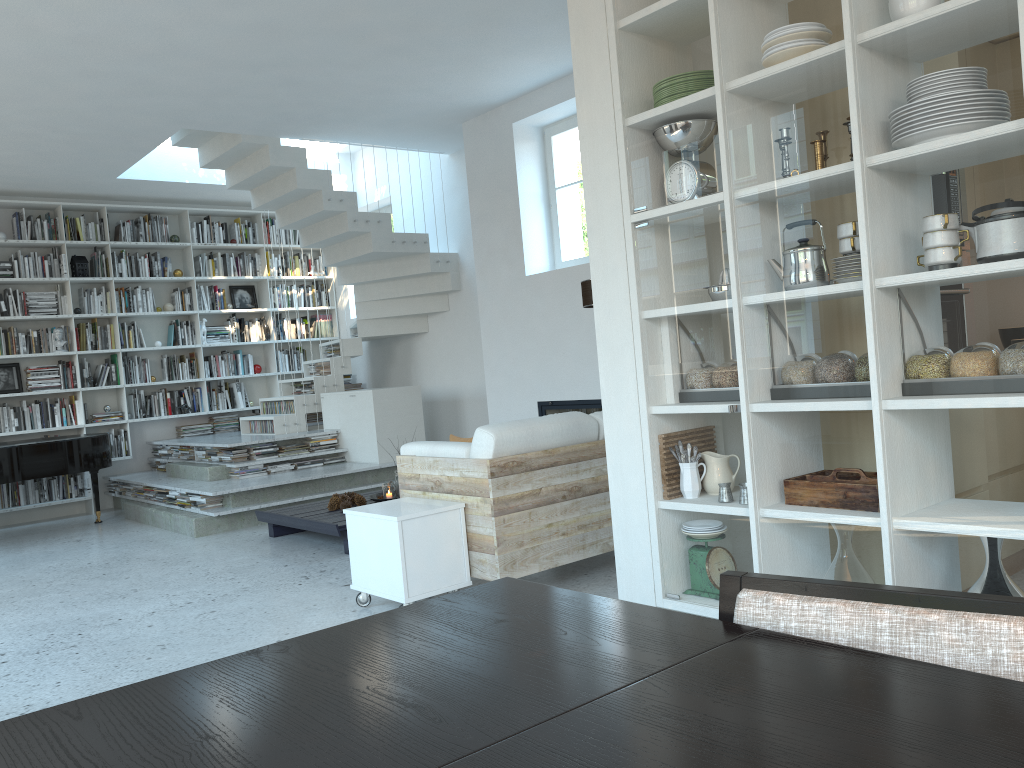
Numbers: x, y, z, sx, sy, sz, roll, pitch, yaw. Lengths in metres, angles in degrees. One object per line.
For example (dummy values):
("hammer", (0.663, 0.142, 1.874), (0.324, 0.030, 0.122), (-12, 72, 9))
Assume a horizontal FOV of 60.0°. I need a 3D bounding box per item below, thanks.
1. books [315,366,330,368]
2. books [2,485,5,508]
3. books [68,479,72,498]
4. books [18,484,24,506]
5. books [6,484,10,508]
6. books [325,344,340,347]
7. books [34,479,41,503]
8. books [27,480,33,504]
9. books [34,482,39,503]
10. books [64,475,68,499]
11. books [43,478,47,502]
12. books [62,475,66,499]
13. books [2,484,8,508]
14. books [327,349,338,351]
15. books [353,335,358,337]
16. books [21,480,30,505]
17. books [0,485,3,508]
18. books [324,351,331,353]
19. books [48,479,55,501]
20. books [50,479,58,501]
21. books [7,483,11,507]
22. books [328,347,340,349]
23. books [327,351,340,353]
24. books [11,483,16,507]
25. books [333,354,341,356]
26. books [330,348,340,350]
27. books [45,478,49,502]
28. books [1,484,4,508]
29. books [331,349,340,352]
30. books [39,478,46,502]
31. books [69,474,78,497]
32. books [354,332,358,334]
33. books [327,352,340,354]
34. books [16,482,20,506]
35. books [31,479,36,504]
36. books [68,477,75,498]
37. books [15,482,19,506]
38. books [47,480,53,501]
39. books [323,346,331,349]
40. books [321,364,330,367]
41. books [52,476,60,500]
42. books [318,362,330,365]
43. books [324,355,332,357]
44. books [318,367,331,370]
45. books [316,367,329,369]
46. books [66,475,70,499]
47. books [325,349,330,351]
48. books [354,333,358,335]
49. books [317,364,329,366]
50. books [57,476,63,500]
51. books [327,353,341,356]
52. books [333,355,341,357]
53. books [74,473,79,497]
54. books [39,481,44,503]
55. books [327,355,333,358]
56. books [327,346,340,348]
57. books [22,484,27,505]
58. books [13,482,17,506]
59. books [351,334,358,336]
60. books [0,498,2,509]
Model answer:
("books", (-1.871, -0.181, 9.137), (0.295, 0.007, 0.146), (-5, 1, -5))
("books", (-4.942, 1.068, 8.588), (0.010, 0.259, 0.131), (-7, 2, -39))
("books", (-4.478, 1.052, 8.946), (0.024, 0.191, 0.155), (-7, 2, -39))
("books", (-4.806, 1.081, 8.657), (0.028, 0.206, 0.175), (-7, 2, -39))
("books", (-4.906, 1.025, 8.593), (0.012, 0.337, 0.144), (-7, 2, -39))
("books", (-1.946, -0.419, 9.725), (0.165, 0.014, 0.235), (-6, 1, -22))
("books", (-4.691, 1.029, 8.761), (0.013, 0.285, 0.185), (-7, 2, -39))
("books", (-4.756, 1.060, 8.727), (0.030, 0.235, 0.138), (-7, 2, -39))
("books", (-4.710, 1.071, 8.761), (0.024, 0.203, 0.144), (-7, 2, -39))
("books", (-4.512, 1.032, 8.925), (0.028, 0.239, 0.140), (-7, 2, -39))
("books", (-4.652, 1.023, 8.790), (0.014, 0.288, 0.185), (-7, 2, -39))
("books", (-4.516, 0.994, 8.892), (0.013, 0.317, 0.186), (-7, 2, -39))
("books", (-4.923, 1.064, 8.591), (0.025, 0.264, 0.145), (-7, 2, -39))
("books", (-1.840, -0.369, 9.447), (0.176, 0.007, 0.254), (-6, 1, -31))
("books", (-1.674, -0.548, 9.962), (0.169, 0.010, 0.282), (-6, 1, -24))
("books", (-4.778, 1.033, 8.706), (0.026, 0.294, 0.155), (-7, 2, -39))
("books", (-4.945, 1.048, 8.548), (0.014, 0.301, 0.184), (-7, 2, -39))
("books", (-1.947, -0.360, 9.725), (0.171, 0.011, 0.232), (-6, 1, -28))
("books", (-4.585, 1.057, 8.834), (0.010, 0.206, 0.180), (-7, 2, -39))
("books", (-4.573, 1.054, 8.850), (0.029, 0.210, 0.170), (-7, 2, -39))
("books", (-4.888, 1.036, 8.609), (0.034, 0.311, 0.170), (-7, 2, -39))
("books", (-1.838, -0.388, 9.448), (0.174, 0.009, 0.240), (-6, 1, -30))
("books", (-1.838, -0.347, 9.448), (0.186, 0.009, 0.261), (-6, 1, -29))
("books", (-4.870, 1.067, 8.636), (0.022, 0.247, 0.144), (-7, 2, -39))
("books", (-1.816, -0.310, 9.460), (0.130, 0.014, 0.249), (-6, 1, -26))
("books", (-1.828, -0.379, 9.454), (0.144, 0.011, 0.257), (-6, 2, -32))
("books", (-4.646, 1.035, 8.815), (0.024, 0.262, 0.131), (-7, 2, -39))
("books", (-4.947, 1.028, 8.570), (0.014, 0.340, 0.140), (-7, 2, -39))
("books", (-1.829, -0.359, 9.453), (0.154, 0.014, 0.196), (-6, 1, -26))
("books", (-4.664, 1.000, 8.779), (0.014, 0.336, 0.183), (-7, 2, -39))
("books", (-4.444, 1.030, 8.977), (0.028, 0.228, 0.162), (-7, 2, -39))
("books", (-1.664, -0.582, 9.968), (0.160, 0.008, 0.239), (-6, 1, -30))
("books", (-1.844, -0.335, 9.444), (0.190, 0.014, 0.244), (-6, 1, -26))
("books", (-4.839, 1.059, 8.663), (0.012, 0.255, 0.150), (-7, 2, -39))
("books", (-4.734, 1.045, 8.745), (0.028, 0.261, 0.132), (-7, 2, -39))
("books", (-4.455, 1.043, 8.952), (0.022, 0.205, 0.191), (-7, 2, -39))
("books", (-4.849, 1.050, 8.655), (0.012, 0.276, 0.154), (-7, 2, -39))
("books", (-4.625, 1.057, 8.842), (0.040, 0.212, 0.129), (-7, 2, -39))
("books", (-1.954, -0.404, 9.722), (0.190, 0.015, 0.230), (-6, 1, -25))
("books", (-1.875, -0.193, 9.155), (0.184, 0.016, 0.179), (-5, 1, -11))
("books", (-4.562, 1.011, 8.862), (0.011, 0.293, 0.184), (-7, 2, -39))
("books", (-1.876, -0.218, 9.147), (0.234, 0.025, 0.157), (-5, 1, -2))
("books", (-1.943, -0.316, 9.726), (0.176, 0.009, 0.275), (-6, 1, -26))
("books", (-1.872, -0.165, 9.153), (0.231, 0.011, 0.171), (-5, 1, -3))
("books", (-1.871, -0.174, 9.138), (0.295, 0.007, 0.146), (-5, 1, -9))
("books", (-4.488, 1.020, 8.926), (0.011, 0.258, 0.171), (-7, 2, -39))
("books", (-1.947, -0.377, 9.725), (0.168, 0.005, 0.292), (-6, 1, -21))
("books", (-1.668, -0.569, 9.966), (0.150, 0.017, 0.288), (-6, 1, -24))
("books", (-1.874, -0.203, 9.139), (0.254, 0.005, 0.161), (-5, 1, -7))
("books", (-4.533, 1.029, 8.872), (0.044, 0.251, 0.187), (-7, 2, -39))
("books", (-1.842, -0.321, 9.445), (0.182, 0.013, 0.287), (-6, 1, -25))
("books", (-1.815, -0.297, 9.460), (0.136, 0.013, 0.258), (-6, 1, -27))
("books", (-4.424, 1.014, 8.982), (0.012, 0.256, 0.176), (-7, 2, -39))
("books", (-4.678, 1.063, 8.777), (0.022, 0.213, 0.167), (-7, 2, -39))
("books", (-1.930, -0.306, 9.732), (0.149, 0.014, 0.228), (-6, 1, -27))
("books", (-1.847, -0.398, 9.444), (0.191, 0.013, 0.243), (-6, 1, -28))
("books", (-4.803, 1.084, 8.699), (0.030, 0.197, 0.143), (-7, 2, -39))
("books", (-4.854, 1.069, 8.644), (0.012, 0.239, 0.128), (-7, 2, -39))
("books", (-1.679, -0.556, 9.960), (0.184, 0.006, 0.262), (-6, 2, -33))
("books", (-4.958, 1.072, 8.536), (0.026, 0.256, 0.183), (-7, 2, -39))
